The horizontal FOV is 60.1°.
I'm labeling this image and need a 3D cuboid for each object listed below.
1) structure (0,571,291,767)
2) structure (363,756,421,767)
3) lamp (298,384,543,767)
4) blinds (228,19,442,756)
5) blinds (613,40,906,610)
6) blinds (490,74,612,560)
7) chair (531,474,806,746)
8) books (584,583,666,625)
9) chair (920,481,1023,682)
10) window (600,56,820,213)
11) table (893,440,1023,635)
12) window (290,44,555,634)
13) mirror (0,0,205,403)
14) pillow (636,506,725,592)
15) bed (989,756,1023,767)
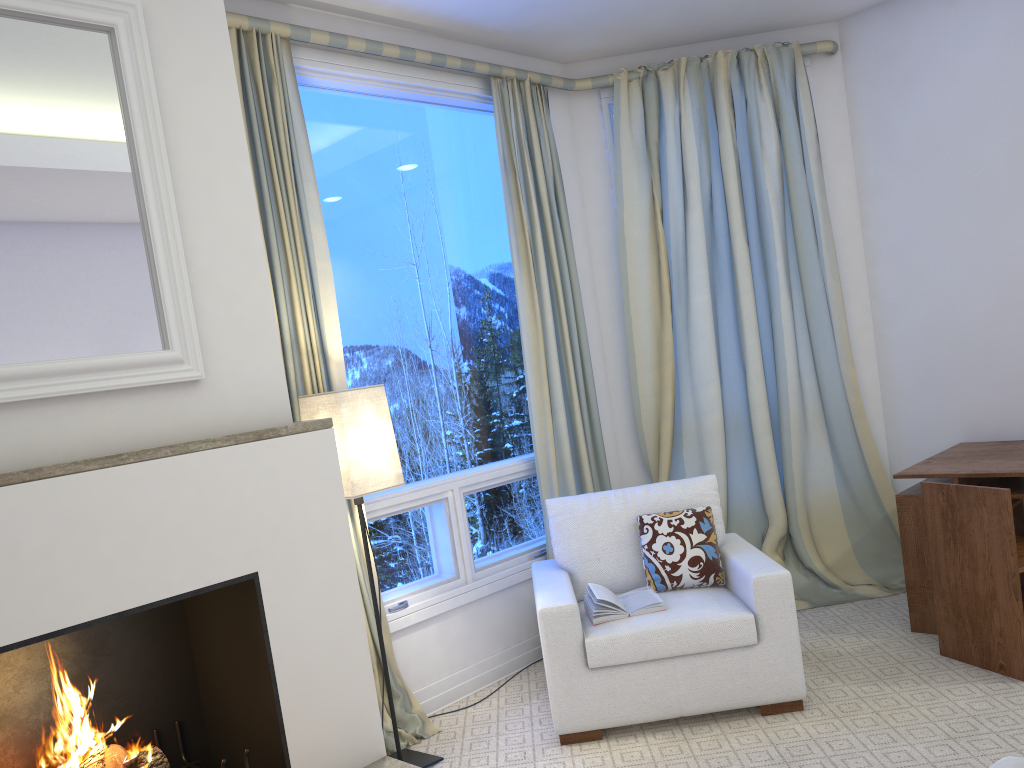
[{"bbox_3d":[-1.070,0.849,2.125,0.477,0.617,0.870,-5,3,45],"label":"structure"},{"bbox_3d":[-0.732,1.198,1.870,0.330,0.173,1.447,-7,2,45],"label":"structure"},{"bbox_3d":[0.108,0.520,3.657,0.320,1.211,2.350,-6,3,34],"label":"lamp"},{"bbox_3d":[-0.633,0.039,2.840,0.163,2.408,0.477,-4,6,45],"label":"blinds"},{"bbox_3d":[0.945,-0.222,3.835,1.771,2.427,0.294,-8,4,2],"label":"blinds"},{"bbox_3d":[0.260,-0.103,3.645,0.295,2.398,0.775,-5,5,40],"label":"blinds"},{"bbox_3d":[0.483,0.728,3.071,0.806,0.707,0.685,-8,3,0],"label":"chair"},{"bbox_3d":[0.362,0.704,2.911,0.237,0.089,0.193,-8,2,-4],"label":"books"},{"bbox_3d":[1.653,0.606,2.941,0.339,0.612,0.340,-10,4,-20],"label":"chair"},{"bbox_3d":[-1.103,-0.031,1.968,0.816,2.033,6.809,-5,3,45],"label":"window"},{"bbox_3d":[2.029,0.551,3.244,0.902,0.602,0.736,-6,3,45],"label":"table"},{"bbox_3d":[-0.289,-0.177,3.456,0.206,2.034,1.504,-4,5,45],"label":"window"},{"bbox_3d":[-1.143,-0.430,1.924,0.039,0.943,0.836,-4,5,45],"label":"mirror"},{"bbox_3d":[0.589,0.581,3.096,0.275,0.274,0.135,-8,3,-1],"label":"pillow"},{"bbox_3d":[0.898,0.664,0.127,2.025,0.817,1.958,-7,2,44],"label":"bed"}]
